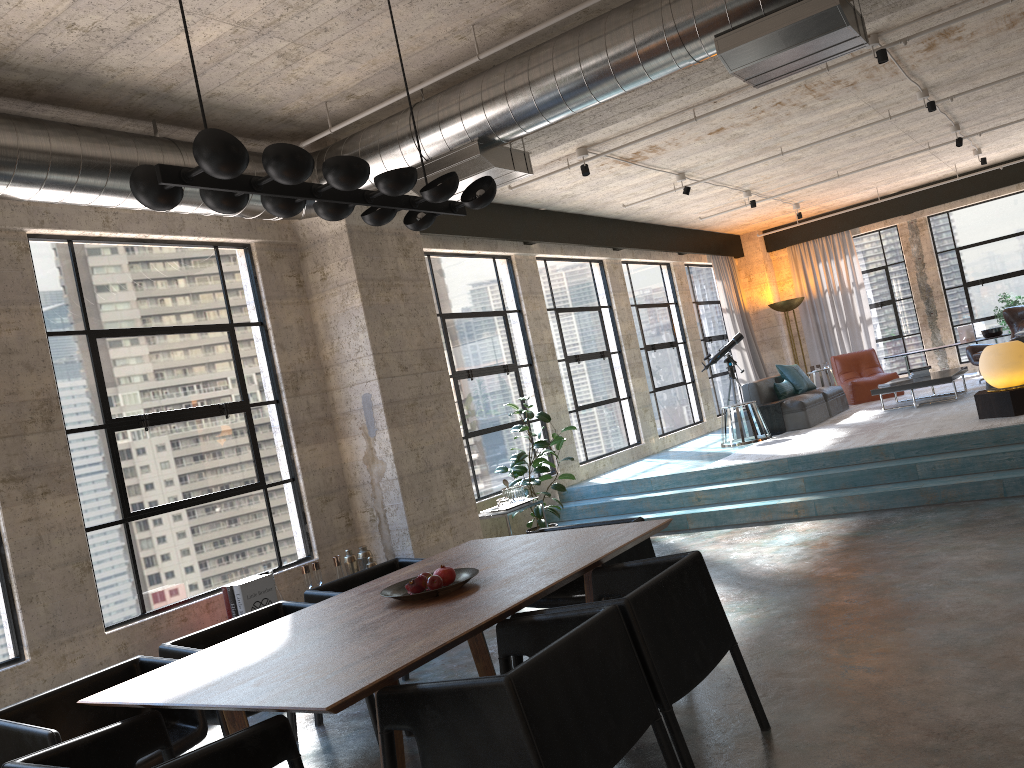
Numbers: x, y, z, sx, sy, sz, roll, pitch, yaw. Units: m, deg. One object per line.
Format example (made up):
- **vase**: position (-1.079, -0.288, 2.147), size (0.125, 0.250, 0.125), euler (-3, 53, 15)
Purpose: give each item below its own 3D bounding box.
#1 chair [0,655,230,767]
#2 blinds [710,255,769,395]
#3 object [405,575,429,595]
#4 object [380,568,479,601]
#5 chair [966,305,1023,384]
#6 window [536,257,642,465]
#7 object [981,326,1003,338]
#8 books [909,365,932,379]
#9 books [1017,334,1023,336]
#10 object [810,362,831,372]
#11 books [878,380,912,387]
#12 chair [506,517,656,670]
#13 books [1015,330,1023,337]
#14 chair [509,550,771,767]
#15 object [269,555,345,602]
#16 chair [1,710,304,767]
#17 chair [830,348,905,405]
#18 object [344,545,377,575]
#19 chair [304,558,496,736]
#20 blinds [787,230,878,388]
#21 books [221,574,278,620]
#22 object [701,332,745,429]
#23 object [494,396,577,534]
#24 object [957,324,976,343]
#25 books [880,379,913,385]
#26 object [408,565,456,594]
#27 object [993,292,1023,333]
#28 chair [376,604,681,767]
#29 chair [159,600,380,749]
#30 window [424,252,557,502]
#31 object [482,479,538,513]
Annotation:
- **chair**: position (-1.570, 1.546, 3.498), size (0.754, 0.738, 0.707), euler (-13, -2, 34)
- **blinds**: position (4.019, -0.945, 15.232), size (0.384, 2.985, 1.131), euler (-13, -2, 34)
- **object**: position (-0.405, 0.864, 3.815), size (0.110, 0.082, 0.088), euler (-11, -1, -16)
- **object**: position (-0.354, 0.862, 3.839), size (0.435, 0.079, 0.435), euler (-11, -1, -20)
- **chair**: position (6.763, -0.566, 11.940), size (0.975, 0.940, 0.820), euler (-11, -1, -16)
- **window**: position (0.975, -0.347, 11.192), size (0.081, 2.530, 1.780), euler (-13, -2, 34)
- **object**: position (7.472, -0.798, 13.787), size (0.307, 0.129, 0.307), euler (-11, -1, -17)
- **books**: position (5.203, -0.154, 11.290), size (0.279, 0.116, 0.322), euler (-12, -1, 19)
- **books**: position (6.358, -0.623, 10.812), size (0.252, 0.011, 0.318), euler (-12, -1, 11)
- **object**: position (4.514, -0.252, 12.996), size (0.287, 0.096, 0.206), euler (-11, -1, -16)
- **books**: position (4.740, -0.012, 10.968), size (0.318, 0.011, 0.252), euler (-12, -1, -12)
- **chair**: position (0.385, 1.169, 4.839), size (0.707, 0.738, 0.754), euler (-13, -2, 34)
- **books**: position (6.330, -0.653, 10.760), size (0.273, 0.109, 0.322), euler (-11, -1, -16)
- **chair**: position (0.469, 1.117, 3.486), size (0.754, 0.738, 0.707), euler (-13, -2, 34)
- **object**: position (-1.430, 1.419, 6.285), size (0.703, 0.365, 0.199), euler (-10, -2, -45)
- **chair**: position (-1.053, 1.416, 2.657), size (0.707, 0.738, 0.754), euler (-13, -2, 34)
- **chair**: position (5.319, -0.126, 13.386), size (0.801, 0.759, 0.920), euler (-12, -1, 4)
- **object**: position (-1.069, 1.372, 6.744), size (0.415, 0.333, 0.248), euler (-11, -2, -20)
- **chair**: position (-0.644, 1.385, 4.840), size (0.754, 0.738, 0.707), euler (-13, -2, 39)
- **blinds**: position (5.587, -1.260, 15.487), size (1.187, 2.986, 0.404), euler (-13, -2, 35)
- **books**: position (-1.713, 1.469, 5.838), size (0.191, 0.362, 0.277), euler (-13, -2, 34)
- **object**: position (3.257, -0.027, 13.268), size (0.617, 1.406, 0.595), euler (-13, -2, 35)
- **object**: position (0.241, 0.888, 8.670), size (0.886, 1.552, 0.514), euler (-12, -2, 21)
- **object**: position (7.094, -0.783, 13.855), size (0.214, 0.259, 0.154), euler (-13, -2, 34)
- **books**: position (4.745, -0.024, 10.965), size (0.318, 0.011, 0.252), euler (-12, -1, -7)
- **object**: position (-0.352, 0.848, 3.863), size (0.219, 0.097, 0.100), euler (-12, -1, -12)
- **object**: position (8.266, -1.228, 13.533), size (1.641, 1.708, 0.971), euler (-12, -1, 10)
- **chair**: position (0.059, 1.188, 2.883), size (0.754, 0.738, 0.707), euler (-13, -2, 34)
- **chair**: position (-1.149, 1.474, 4.166), size (0.754, 0.738, 0.707), euler (-13, -2, 39)
- **window**: position (-0.260, -0.134, 9.330), size (0.081, 2.530, 1.780), euler (-13, -2, 34)
- **object**: position (-0.037, 1.012, 8.161), size (0.327, 0.253, 0.546), euler (-13, -2, 34)
